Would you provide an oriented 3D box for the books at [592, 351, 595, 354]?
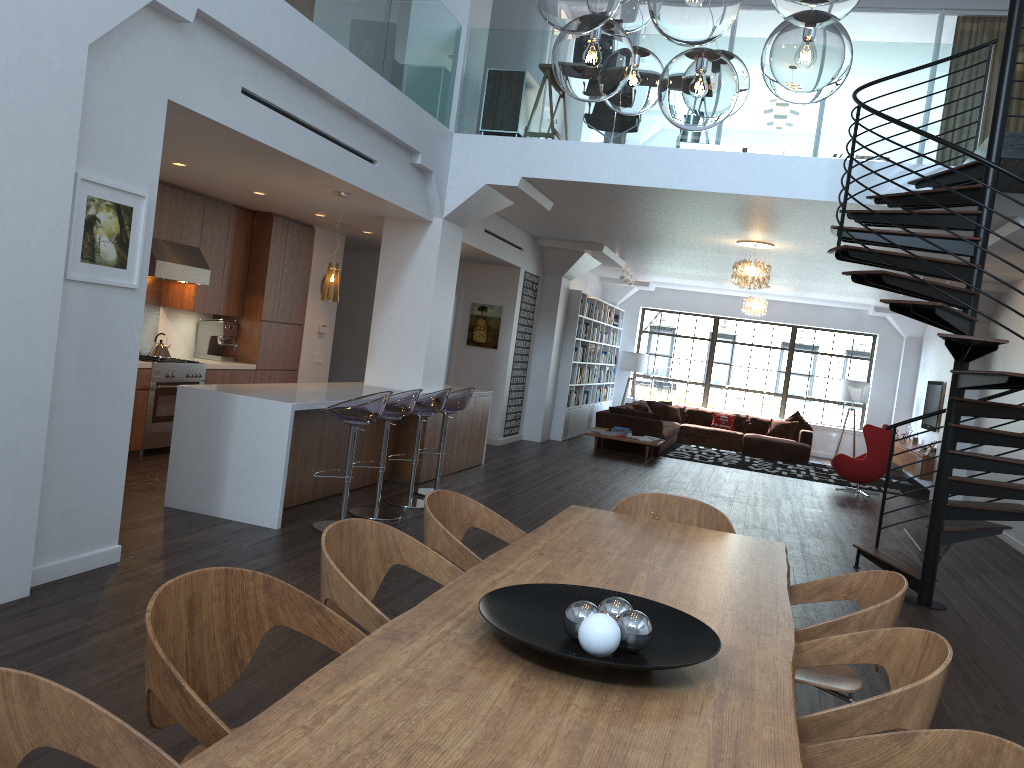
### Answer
[{"bbox_3d":[1.375,-0.577,15.908,0.183,0.042,0.253,8,3,16],"label":"books"}]

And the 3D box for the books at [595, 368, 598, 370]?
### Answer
[{"bbox_3d":[1.470,-0.290,16.352,0.208,0.024,0.144,9,3,21],"label":"books"}]

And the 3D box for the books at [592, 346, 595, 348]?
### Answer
[{"bbox_3d":[1.393,-0.668,15.924,0.144,0.024,0.208,9,3,21],"label":"books"}]

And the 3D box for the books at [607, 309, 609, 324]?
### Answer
[{"bbox_3d":[1.740,-1.288,16.800,0.176,0.290,0.053,8,3,16],"label":"books"}]

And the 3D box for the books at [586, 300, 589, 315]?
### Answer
[{"bbox_3d":[1.174,-1.267,14.791,0.176,0.293,0.125,8,3,16],"label":"books"}]

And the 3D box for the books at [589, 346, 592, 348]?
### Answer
[{"bbox_3d":[1.293,-0.662,15.524,0.174,0.045,0.240,8,3,15],"label":"books"}]

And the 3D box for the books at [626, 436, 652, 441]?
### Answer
[{"bbox_3d":[1.899,0.807,13.263,0.231,0.040,0.342,6,3,-34],"label":"books"}]

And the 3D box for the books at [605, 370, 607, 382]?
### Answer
[{"bbox_3d":[1.764,-0.162,17.422,0.174,0.251,0.051,8,3,16],"label":"books"}]

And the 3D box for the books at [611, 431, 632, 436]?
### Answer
[{"bbox_3d":[1.696,0.758,13.748,0.312,0.037,0.216,8,3,6],"label":"books"}]

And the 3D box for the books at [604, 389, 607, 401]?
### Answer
[{"bbox_3d":[1.786,0.211,17.723,0.189,0.247,0.057,8,3,16],"label":"books"}]

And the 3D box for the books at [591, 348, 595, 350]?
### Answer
[{"bbox_3d":[1.372,-0.645,15.939,0.223,0.027,0.161,8,3,5],"label":"books"}]

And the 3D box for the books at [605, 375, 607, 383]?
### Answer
[{"bbox_3d":[1.785,-0.148,17.490,0.161,0.223,0.030,8,3,16],"label":"books"}]

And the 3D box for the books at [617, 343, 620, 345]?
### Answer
[{"bbox_3d":[2.044,-0.845,18.189,0.284,0.033,0.197,9,3,31],"label":"books"}]

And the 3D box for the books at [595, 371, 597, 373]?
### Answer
[{"bbox_3d":[1.450,-0.240,16.365,0.223,0.032,0.161,8,3,16],"label":"books"}]

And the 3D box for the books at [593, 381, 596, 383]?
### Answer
[{"bbox_3d":[1.412,-0.049,16.365,0.246,0.038,0.171,8,3,16],"label":"books"}]

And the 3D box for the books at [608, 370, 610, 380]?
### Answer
[{"bbox_3d":[1.865,-0.165,17.804,0.160,0.251,0.039,8,3,16],"label":"books"}]

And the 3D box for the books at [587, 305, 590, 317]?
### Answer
[{"bbox_3d":[1.217,-1.245,14.918,0.159,0.248,0.089,8,3,16],"label":"books"}]

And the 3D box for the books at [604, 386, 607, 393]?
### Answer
[{"bbox_3d":[1.821,0.188,17.766,0.140,0.298,0.044,8,3,16],"label":"books"}]

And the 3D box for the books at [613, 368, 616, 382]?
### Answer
[{"bbox_3d":[2.040,-0.189,18.384,0.176,0.290,0.053,8,3,16],"label":"books"}]

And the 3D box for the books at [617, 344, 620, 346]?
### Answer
[{"bbox_3d":[2.039,-0.811,18.191,0.197,0.035,0.284,5,4,-44],"label":"books"}]

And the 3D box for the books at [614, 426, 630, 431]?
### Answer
[{"bbox_3d":[1.705,0.692,13.747,0.224,0.027,0.157,9,3,21],"label":"books"}]

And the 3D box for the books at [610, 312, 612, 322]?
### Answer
[{"bbox_3d":[1.811,-1.270,17.031,0.183,0.253,0.034,8,3,16],"label":"books"}]

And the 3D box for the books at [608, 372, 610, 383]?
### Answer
[{"bbox_3d":[1.879,-0.143,17.838,0.161,0.221,0.035,8,3,15],"label":"books"}]

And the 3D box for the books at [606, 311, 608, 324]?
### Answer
[{"bbox_3d":[1.717,-1.265,16.720,0.171,0.246,0.057,8,3,16],"label":"books"}]

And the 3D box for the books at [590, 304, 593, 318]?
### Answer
[{"bbox_3d":[1.276,-1.251,15.132,0.182,0.255,0.077,8,3,16],"label":"books"}]

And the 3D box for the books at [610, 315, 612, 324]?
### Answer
[{"bbox_3d":[1.837,-1.270,17.135,0.160,0.250,0.026,8,3,16],"label":"books"}]

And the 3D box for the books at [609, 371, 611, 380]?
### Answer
[{"bbox_3d":[1.897,-0.155,17.923,0.168,0.228,0.139,8,3,16],"label":"books"}]

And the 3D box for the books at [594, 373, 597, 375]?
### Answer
[{"bbox_3d":[1.438,-0.206,16.362,0.253,0.040,0.183,8,3,16],"label":"books"}]

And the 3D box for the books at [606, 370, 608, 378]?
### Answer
[{"bbox_3d":[1.782,-0.163,17.526,0.183,0.253,0.039,8,3,16],"label":"books"}]

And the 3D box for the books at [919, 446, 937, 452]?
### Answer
[{"bbox_3d":[6.564,1.029,13.955,0.250,0.053,0.400,8,3,16],"label":"books"}]

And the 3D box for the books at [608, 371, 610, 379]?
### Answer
[{"bbox_3d":[1.859,-0.151,17.769,0.161,0.223,0.032,8,3,16],"label":"books"}]

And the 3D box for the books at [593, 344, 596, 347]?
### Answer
[{"bbox_3d":[1.403,-0.700,15.917,0.129,0.043,0.185,9,3,30],"label":"books"}]

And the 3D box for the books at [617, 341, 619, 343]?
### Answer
[{"bbox_3d":[2.049,-0.877,18.183,0.174,0.032,0.254,5,3,-39],"label":"books"}]

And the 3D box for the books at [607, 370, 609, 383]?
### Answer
[{"bbox_3d":[1.838,-0.166,17.707,0.183,0.253,0.042,8,3,16],"label":"books"}]

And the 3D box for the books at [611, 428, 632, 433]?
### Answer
[{"bbox_3d":[1.697,0.722,13.751,0.279,0.035,0.191,9,3,26],"label":"books"}]

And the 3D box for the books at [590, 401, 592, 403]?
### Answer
[{"bbox_3d":[1.322,0.312,16.363,0.284,0.035,0.197,8,3,16],"label":"books"}]

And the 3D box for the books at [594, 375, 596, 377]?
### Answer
[{"bbox_3d":[1.439,-0.165,16.370,0.231,0.044,0.168,8,3,11],"label":"books"}]

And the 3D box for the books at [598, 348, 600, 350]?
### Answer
[{"bbox_3d":[1.486,-0.659,16.236,0.223,0.031,0.161,8,3,16],"label":"books"}]

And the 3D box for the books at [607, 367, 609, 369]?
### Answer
[{"bbox_3d":[1.776,-0.332,17.434,0.224,0.030,0.161,9,3,26],"label":"books"}]

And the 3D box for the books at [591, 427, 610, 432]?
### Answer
[{"bbox_3d":[1.377,0.711,13.776,0.241,0.045,0.334,8,3,17],"label":"books"}]

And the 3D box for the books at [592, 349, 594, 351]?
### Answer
[{"bbox_3d":[1.375,-0.614,15.914,0.161,0.033,0.223,8,3,16],"label":"books"}]

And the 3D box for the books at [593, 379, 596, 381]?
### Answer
[{"bbox_3d":[1.416,-0.087,16.367,0.251,0.037,0.160,9,3,21],"label":"books"}]

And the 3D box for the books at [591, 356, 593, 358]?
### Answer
[{"bbox_3d":[1.340,-0.495,15.908,0.180,0.042,0.259,8,3,16],"label":"books"}]

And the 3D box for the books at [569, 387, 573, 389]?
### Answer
[{"bbox_3d":[0.866,0.059,14.351,0.223,0.027,0.161,9,3,25],"label":"books"}]

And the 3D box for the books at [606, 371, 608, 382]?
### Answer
[{"bbox_3d":[1.804,-0.162,17.592,0.171,0.246,0.036,8,3,16],"label":"books"}]

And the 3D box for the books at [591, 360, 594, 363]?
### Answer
[{"bbox_3d":[1.358,-0.413,15.910,0.171,0.039,0.246,8,3,16],"label":"books"}]

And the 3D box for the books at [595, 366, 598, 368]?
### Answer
[{"bbox_3d":[1.469,-0.323,16.345,0.185,0.041,0.129,9,3,30],"label":"books"}]

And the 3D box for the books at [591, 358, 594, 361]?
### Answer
[{"bbox_3d":[1.360,-0.452,15.907,0.160,0.039,0.251,9,3,21],"label":"books"}]

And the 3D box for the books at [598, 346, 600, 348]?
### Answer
[{"bbox_3d":[1.492,-0.688,16.243,0.224,0.030,0.161,9,3,26],"label":"books"}]

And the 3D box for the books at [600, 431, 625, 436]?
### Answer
[{"bbox_3d":[1.518,0.753,13.380,0.236,0.035,0.340,10,4,41],"label":"books"}]

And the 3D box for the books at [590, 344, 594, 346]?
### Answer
[{"bbox_3d":[1.300,-0.696,15.499,0.223,0.027,0.161,9,3,25],"label":"books"}]

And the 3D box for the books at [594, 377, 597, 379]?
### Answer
[{"bbox_3d":[1.423,-0.126,16.389,0.259,0.040,0.180,8,3,16],"label":"books"}]

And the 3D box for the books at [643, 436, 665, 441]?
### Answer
[{"bbox_3d":[2.141,0.827,13.552,0.256,0.035,0.350,10,4,41],"label":"books"}]
